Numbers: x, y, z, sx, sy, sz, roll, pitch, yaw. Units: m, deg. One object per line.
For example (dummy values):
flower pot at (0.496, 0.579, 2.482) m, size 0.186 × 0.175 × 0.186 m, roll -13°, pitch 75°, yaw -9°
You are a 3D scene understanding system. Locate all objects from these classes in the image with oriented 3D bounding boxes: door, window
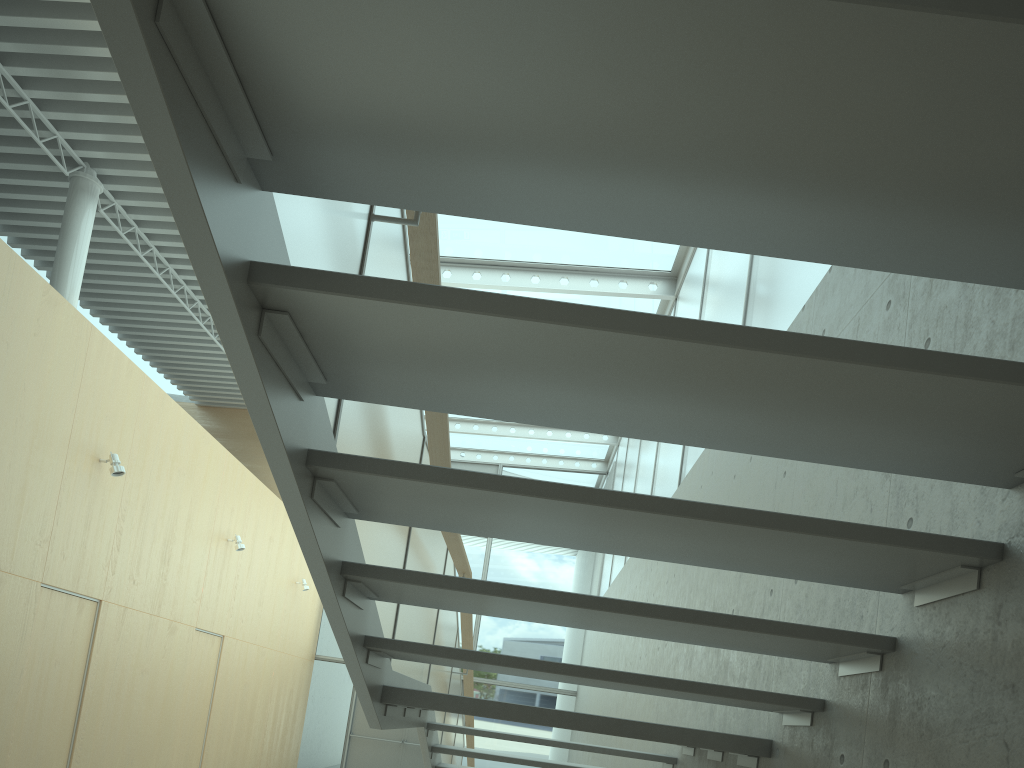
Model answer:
door at (-1.888, 6.146, 15.025) m, size 1.920 × 2.036 × 0.181 m, roll 8°, pitch -6°, yaw 1°
window at (-1.034, 4.290, 15.217) m, size 4.854 × 6.074 × 0.113 m, roll 8°, pitch -6°, yaw 1°
window at (1.531, 0.688, 9.767) m, size 0.030 × 2.623 × 16.614 m, roll 8°, pitch -21°, yaw 3°
window at (-0.839, 1.888, 9.659) m, size 4.778 × 5.990 × 16.798 m, roll 8°, pitch -20°, yaw 3°

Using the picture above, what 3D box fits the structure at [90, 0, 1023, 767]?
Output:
structure at (0.297, 1.151, 3.659) m, size 1.883 × 4.022 × 13.386 m, roll 8°, pitch -20°, yaw 3°

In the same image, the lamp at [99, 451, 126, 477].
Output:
lamp at (-3.307, 0.659, 7.018) m, size 0.236 × 0.189 × 0.145 m, roll 13°, pitch -12°, yaw -17°

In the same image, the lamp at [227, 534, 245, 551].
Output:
lamp at (-3.290, 1.891, 10.130) m, size 0.236 × 0.189 × 0.145 m, roll 13°, pitch -12°, yaw -17°

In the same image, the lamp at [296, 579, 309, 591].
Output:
lamp at (-3.271, 3.132, 13.263) m, size 0.236 × 0.189 × 0.145 m, roll 13°, pitch -12°, yaw -17°
